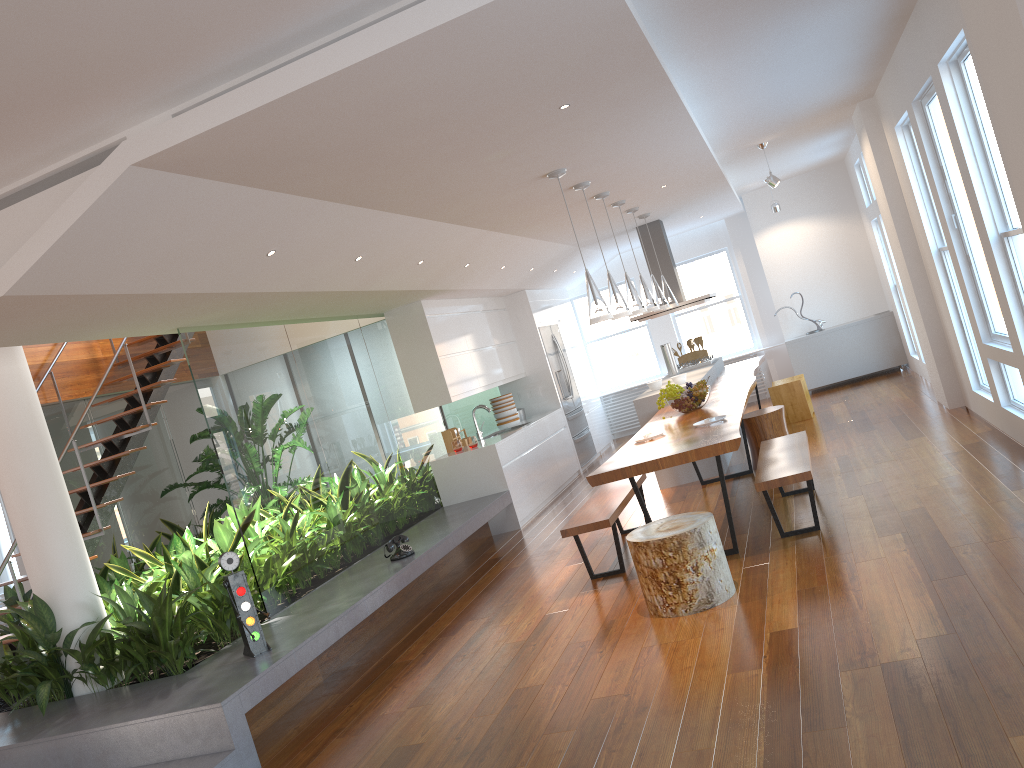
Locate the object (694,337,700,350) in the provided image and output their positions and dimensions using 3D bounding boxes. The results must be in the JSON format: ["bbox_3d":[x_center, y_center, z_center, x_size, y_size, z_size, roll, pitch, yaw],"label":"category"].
[{"bbox_3d":[2.209,-0.406,10.441,0.068,0.298,0.039,-17,1,18],"label":"object"}]

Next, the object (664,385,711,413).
[{"bbox_3d":[1.364,0.137,6.794,0.360,0.159,0.360,-17,1,-18],"label":"object"}]

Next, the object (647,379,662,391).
[{"bbox_3d":[1.347,0.016,8.320,0.152,0.082,0.152,-18,1,-32],"label":"object"}]

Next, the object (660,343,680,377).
[{"bbox_3d":[1.732,-0.268,9.661,0.172,0.356,0.120,-17,1,-24],"label":"object"}]

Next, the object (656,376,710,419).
[{"bbox_3d":[1.326,0.082,6.815,0.394,0.284,0.292,-17,1,-18],"label":"object"}]

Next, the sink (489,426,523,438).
[{"bbox_3d":[-0.040,0.612,9.356,0.449,0.192,0.666,-17,1,18],"label":"sink"}]

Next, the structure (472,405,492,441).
[{"bbox_3d":[-0.266,0.474,9.441,0.248,0.536,0.115,-17,1,18],"label":"structure"}]

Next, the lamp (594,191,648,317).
[{"bbox_3d":[0.841,-1.056,6.994,0.160,1.060,0.160,-16,1,45],"label":"lamp"}]

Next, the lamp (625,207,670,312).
[{"bbox_3d":[1.266,-1.210,8.368,0.160,1.060,0.160,-16,1,45],"label":"lamp"}]

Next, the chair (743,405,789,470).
[{"bbox_3d":[2.171,0.456,7.515,0.396,0.455,0.402,-17,1,8],"label":"chair"}]

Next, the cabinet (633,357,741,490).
[{"bbox_3d":[1.898,0.309,9.187,0.597,0.832,2.936,-17,1,18],"label":"cabinet"}]

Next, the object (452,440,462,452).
[{"bbox_3d":[-0.524,0.595,8.465,0.094,0.106,0.094,-17,1,24],"label":"object"}]

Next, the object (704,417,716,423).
[{"bbox_3d":[1.284,0.239,5.754,0.070,0.030,0.079,-18,1,-28],"label":"object"}]

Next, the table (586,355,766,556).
[{"bbox_3d":[1.811,0.427,7.758,0.893,0.704,5.996,-17,1,18],"label":"table"}]

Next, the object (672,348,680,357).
[{"bbox_3d":[1.987,-0.323,10.535,0.199,0.259,0.016,-17,1,29],"label":"object"}]

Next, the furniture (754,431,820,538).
[{"bbox_3d":[1.789,0.636,5.678,0.316,0.389,1.433,-17,1,18],"label":"furniture"}]

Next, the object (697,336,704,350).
[{"bbox_3d":[2.248,-0.418,10.447,0.057,0.294,0.030,-17,1,18],"label":"object"}]

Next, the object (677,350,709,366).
[{"bbox_3d":[2.144,-0.305,10.480,0.353,0.157,0.084,-17,1,18],"label":"object"}]

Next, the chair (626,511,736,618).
[{"bbox_3d":[0.870,0.926,4.585,0.460,0.400,0.460,-17,1,28],"label":"chair"}]

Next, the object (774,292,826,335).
[{"bbox_3d":[3.653,-0.889,11.256,0.590,0.563,0.210,-17,1,-11],"label":"object"}]

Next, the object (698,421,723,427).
[{"bbox_3d":[1.266,0.251,5.649,0.158,0.017,0.019,-17,1,13],"label":"object"}]

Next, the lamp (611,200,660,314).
[{"bbox_3d":[1.053,-1.133,7.681,0.160,1.060,0.160,-16,1,45],"label":"lamp"}]

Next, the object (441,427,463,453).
[{"bbox_3d":[-0.589,0.553,8.766,0.104,0.222,0.200,-17,1,18],"label":"object"}]

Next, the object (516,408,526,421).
[{"bbox_3d":[0.028,0.356,10.327,0.284,0.196,0.265,-18,1,-30],"label":"object"}]

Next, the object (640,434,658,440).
[{"bbox_3d":[0.917,0.359,5.931,0.124,0.011,0.124,-16,1,39],"label":"object"}]

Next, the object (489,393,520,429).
[{"bbox_3d":[-0.079,0.308,9.948,0.267,0.356,0.266,-16,1,44],"label":"object"}]

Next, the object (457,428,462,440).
[{"bbox_3d":[-0.526,0.542,8.976,0.019,0.196,0.022,-17,1,6],"label":"object"}]

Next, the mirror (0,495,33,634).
[{"bbox_3d":[-5.439,1.911,9.228,1.267,2.044,0.049,-17,1,18],"label":"mirror"}]

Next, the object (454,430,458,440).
[{"bbox_3d":[-0.545,0.550,8.802,0.020,0.196,0.018,-16,1,40],"label":"object"}]

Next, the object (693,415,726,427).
[{"bbox_3d":[1.285,0.245,5.754,0.222,0.020,0.222,-17,1,10],"label":"object"}]

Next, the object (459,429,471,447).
[{"bbox_3d":[-0.496,0.547,8.997,0.100,0.170,0.173,-17,1,20],"label":"object"}]

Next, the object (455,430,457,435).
[{"bbox_3d":[-0.541,0.546,8.786,0.040,0.192,0.042,-17,1,-22],"label":"object"}]

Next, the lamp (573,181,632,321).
[{"bbox_3d":[0.628,-0.980,6.307,0.160,1.060,0.160,-16,1,45],"label":"lamp"}]

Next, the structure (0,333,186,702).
[{"bbox_3d":[-2.611,-0.208,7.196,2.552,4.265,4.591,-17,1,18],"label":"structure"}]

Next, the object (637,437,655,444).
[{"bbox_3d":[0.864,0.376,5.808,0.149,0.014,0.044,-17,1,17],"label":"object"}]

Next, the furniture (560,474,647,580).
[{"bbox_3d":[0.704,0.962,6.050,0.316,0.389,1.433,-17,1,18],"label":"furniture"}]

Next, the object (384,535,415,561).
[{"bbox_3d":[-0.815,1.157,6.279,0.216,0.155,0.181,-17,1,-17],"label":"object"}]

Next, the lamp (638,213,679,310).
[{"bbox_3d":[1.479,-1.286,9.055,0.160,1.060,0.160,-16,1,45],"label":"lamp"}]

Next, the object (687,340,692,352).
[{"bbox_3d":[2.124,-0.382,10.488,0.061,0.299,0.040,-17,1,16],"label":"object"}]

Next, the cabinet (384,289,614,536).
[{"bbox_3d":[0.117,0.095,10.338,0.676,2.280,4.565,-17,1,18],"label":"cabinet"}]

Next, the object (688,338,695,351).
[{"bbox_3d":[2.150,-0.389,10.459,0.057,0.299,0.019,-17,1,18],"label":"object"}]

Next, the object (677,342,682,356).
[{"bbox_3d":[2.016,-0.350,10.526,0.055,0.299,0.027,-17,1,18],"label":"object"}]

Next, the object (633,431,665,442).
[{"bbox_3d":[0.916,0.355,5.931,0.222,0.020,0.222,-18,1,-31],"label":"object"}]

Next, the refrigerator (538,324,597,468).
[{"bbox_3d":[0.448,0.207,11.029,0.725,1.772,0.908,-17,1,18],"label":"refrigerator"}]

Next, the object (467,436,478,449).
[{"bbox_3d":[-0.373,0.550,8.364,0.094,0.106,0.094,-17,1,24],"label":"object"}]

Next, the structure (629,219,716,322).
[{"bbox_3d":[1.642,-1.490,10.005,0.909,1.405,0.900,-17,1,18],"label":"structure"}]

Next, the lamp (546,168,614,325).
[{"bbox_3d":[0.415,-0.903,5.621,0.160,1.060,0.160,-16,1,45],"label":"lamp"}]

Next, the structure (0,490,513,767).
[{"bbox_3d":[-2.002,1.798,6.534,3.088,0.386,5.584,-17,1,18],"label":"structure"}]

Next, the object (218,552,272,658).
[{"bbox_3d":[-1.393,1.151,4.651,0.134,0.565,0.318,-18,1,-36],"label":"object"}]

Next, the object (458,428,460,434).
[{"bbox_3d":[-0.516,0.536,8.951,0.040,0.192,0.042,-18,1,-34],"label":"object"}]

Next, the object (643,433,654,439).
[{"bbox_3d":[0.914,0.349,5.931,0.070,0.030,0.079,-17,1,-18],"label":"object"}]

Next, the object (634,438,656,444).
[{"bbox_3d":[0.877,0.376,5.839,0.164,0.006,0.017,-17,1,23],"label":"object"}]

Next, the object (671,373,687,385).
[{"bbox_3d":[1.537,-0.039,8.124,0.152,0.082,0.152,-17,1,-21],"label":"object"}]

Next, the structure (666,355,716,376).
[{"bbox_3d":[2.038,-0.220,10.053,0.520,0.073,0.650,-17,1,18],"label":"structure"}]

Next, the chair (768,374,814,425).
[{"bbox_3d":[3.012,0.171,9.554,0.344,0.430,0.549,-17,1,22],"label":"chair"}]

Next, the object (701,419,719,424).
[{"bbox_3d":[1.287,0.249,5.754,0.124,0.011,0.124,-17,1,1],"label":"object"}]

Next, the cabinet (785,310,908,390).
[{"bbox_3d":[4.204,-0.382,11.188,1.309,0.725,0.420,-17,1,18],"label":"cabinet"}]
